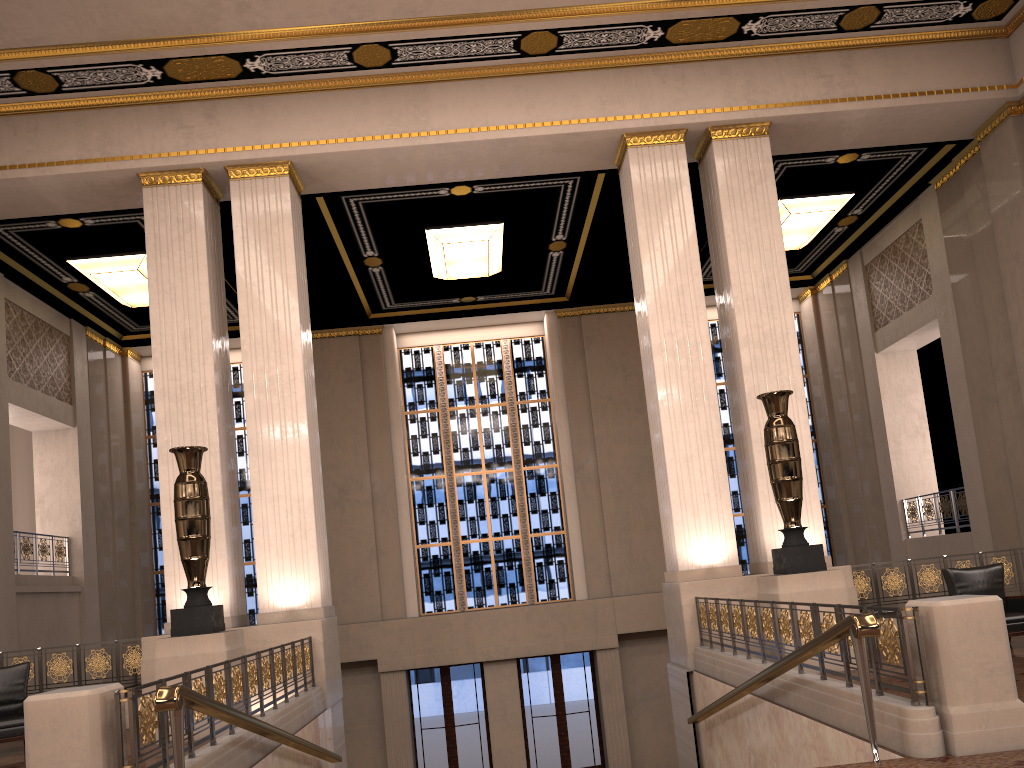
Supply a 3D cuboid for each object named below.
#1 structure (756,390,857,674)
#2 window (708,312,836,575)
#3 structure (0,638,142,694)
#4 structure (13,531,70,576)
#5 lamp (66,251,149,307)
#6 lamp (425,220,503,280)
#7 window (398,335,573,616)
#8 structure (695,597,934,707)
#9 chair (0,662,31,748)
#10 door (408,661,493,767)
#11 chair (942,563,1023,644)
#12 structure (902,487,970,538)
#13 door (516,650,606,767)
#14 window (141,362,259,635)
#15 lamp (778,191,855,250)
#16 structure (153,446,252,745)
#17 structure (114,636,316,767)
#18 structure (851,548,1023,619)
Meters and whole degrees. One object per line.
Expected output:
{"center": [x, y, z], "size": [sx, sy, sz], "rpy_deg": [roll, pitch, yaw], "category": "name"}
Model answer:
{"center": [2.820, 1.461, 8.857], "size": [0.700, 2.753, 0.710], "rpy_deg": [-6, -7, -3], "category": "structure"}
{"center": [4.697, 1.280, 17.747], "size": [2.986, 5.290, 0.070], "rpy_deg": [-6, -6, -2], "category": "window"}
{"center": [-5.285, 3.276, 9.834], "size": [2.533, 0.646, 0.032], "rpy_deg": [-5, -6, -2], "category": "structure"}
{"center": [-7.293, 2.616, 13.490], "size": [0.031, 0.657, 2.195], "rpy_deg": [-6, -12, -3], "category": "structure"}
{"center": [-5.962, -1.582, 13.898], "size": [1.166, 0.211, 2.053], "rpy_deg": [-5, -13, -3], "category": "lamp"}
{"center": [-0.731, -2.064, 14.105], "size": [1.166, 0.211, 2.053], "rpy_deg": [-5, -13, -3], "category": "lamp"}
{"center": [-0.553, 1.765, 17.539], "size": [2.986, 5.290, 0.070], "rpy_deg": [-6, -6, -2], "category": "window"}
{"center": [2.123, 2.049, 7.240], "size": [0.079, 0.528, 5.027], "rpy_deg": [-5, -13, -3], "category": "structure"}
{"center": [-4.981, 3.165, 8.548], "size": [0.648, 0.833, 0.728], "rpy_deg": [1, -11, -37], "category": "chair"}
{"center": [-1.139, 6.597, 16.484], "size": [1.491, 2.689, 0.157], "rpy_deg": [-6, -6, -2], "category": "door"}
{"center": [4.899, 2.254, 8.943], "size": [0.647, 0.833, 0.730], "rpy_deg": [-5, -9, -8], "category": "chair"}
{"center": [6.744, 2.054, 13.961], "size": [0.031, 0.657, 2.195], "rpy_deg": [-6, -12, -3], "category": "structure"}
{"center": [0.938, 6.405, 16.566], "size": [1.491, 2.689, 0.157], "rpy_deg": [-6, -6, -2], "category": "door"}
{"center": [-5.629, 2.234, 17.338], "size": [2.986, 5.290, 0.070], "rpy_deg": [-6, -6, -2], "category": "window"}
{"center": [4.591, -2.556, 14.316], "size": [1.166, 0.211, 2.053], "rpy_deg": [-5, -13, -3], "category": "lamp"}
{"center": [-3.077, 2.006, 8.623], "size": [0.700, 2.753, 0.710], "rpy_deg": [-6, -7, -3], "category": "structure"}
{"center": [-2.087, 2.437, 7.074], "size": [0.079, 0.528, 5.026], "rpy_deg": [-6, -13, -2], "category": "structure"}
{"center": [5.102, 2.317, 10.245], "size": [2.533, 0.646, 0.032], "rpy_deg": [-5, -6, -2], "category": "structure"}
